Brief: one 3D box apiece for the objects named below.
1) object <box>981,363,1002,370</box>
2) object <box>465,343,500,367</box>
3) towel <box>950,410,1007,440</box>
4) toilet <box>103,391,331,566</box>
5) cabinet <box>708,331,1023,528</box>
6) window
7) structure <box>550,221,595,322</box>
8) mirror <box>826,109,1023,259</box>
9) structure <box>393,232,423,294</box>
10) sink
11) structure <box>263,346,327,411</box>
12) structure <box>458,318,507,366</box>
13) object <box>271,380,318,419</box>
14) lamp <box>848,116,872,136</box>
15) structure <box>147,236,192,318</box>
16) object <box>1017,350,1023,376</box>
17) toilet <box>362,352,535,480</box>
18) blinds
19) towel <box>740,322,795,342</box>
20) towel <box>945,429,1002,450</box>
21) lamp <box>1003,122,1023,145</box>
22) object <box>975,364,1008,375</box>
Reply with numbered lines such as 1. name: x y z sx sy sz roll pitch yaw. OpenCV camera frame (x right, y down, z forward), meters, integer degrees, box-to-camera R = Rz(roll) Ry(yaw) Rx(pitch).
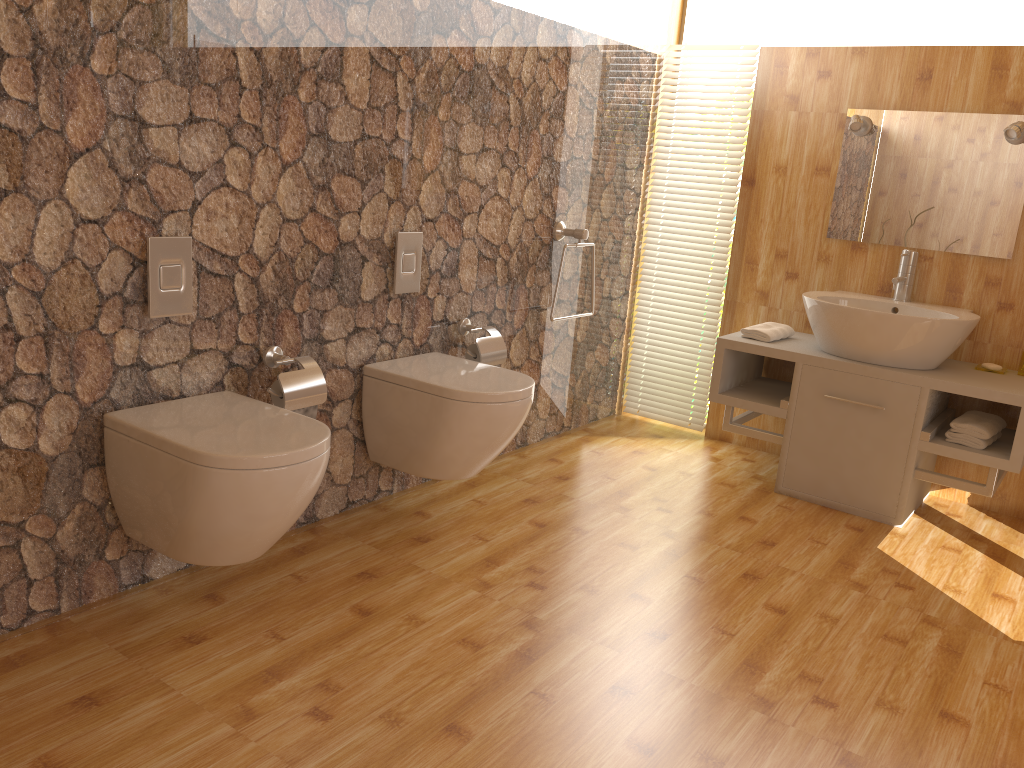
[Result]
1. object: 1.824 -0.065 3.370 0.075 0.023 0.050 0 15 -19
2. object: -0.107 -0.077 3.223 0.090 0.151 0.098 14 17 33
3. towel: 1.695 0.146 3.225 0.140 0.048 0.225 16 18 39
4. toilet: -0.696 0.259 2.202 0.507 0.337 0.371 14 17 33
5. cabinet: 1.400 0.170 3.518 1.136 0.570 0.517 14 17 33
6. window: 2.347 -0.514 3.212 3.964 2.164 0.010 14 17 33
7. structure: 0.232 -0.466 3.636 0.133 0.387 0.332 14 17 33
8. mirror: 1.632 -0.798 3.489 0.698 0.523 0.005 14 17 33
9. structure: -0.342 -0.400 2.924 0.010 0.200 0.120 14 17 33
10. sink: 1.439 -0.303 3.393 0.634 0.409 0.533 14 17 33
11. structure: -0.635 -0.019 2.511 0.154 0.151 0.170 14 17 33
12. structure: -0.123 -0.151 3.213 0.154 0.151 0.170 14 17 33
13. object: -0.618 0.055 2.521 0.090 0.151 0.098 14 17 33
14. lamp: 1.383 -1.036 3.545 0.080 0.080 0.124 14 17 33
15. structure: -0.856 -0.268 2.220 0.010 0.200 0.120 14 17 33
16. object: 1.937 -0.076 3.317 0.060 0.093 0.060 14 17 33
17. toilet: -0.183 0.127 2.906 0.507 0.337 0.371 14 17 33
18. blinds: 0.831 -0.873 4.073 0.420 2.178 0.042 14 17 33
19. towel: 1.055 -0.216 3.658 0.140 0.048 0.225 16 18 39
20. towel: 1.681 0.182 3.231 0.140 0.048 0.225 16 18 39
21. lamp: 1.836 -0.919 3.237 0.080 0.080 0.124 14 17 33
22. object: 1.822 -0.057 3.371 0.100 0.010 0.100 14 17 33
